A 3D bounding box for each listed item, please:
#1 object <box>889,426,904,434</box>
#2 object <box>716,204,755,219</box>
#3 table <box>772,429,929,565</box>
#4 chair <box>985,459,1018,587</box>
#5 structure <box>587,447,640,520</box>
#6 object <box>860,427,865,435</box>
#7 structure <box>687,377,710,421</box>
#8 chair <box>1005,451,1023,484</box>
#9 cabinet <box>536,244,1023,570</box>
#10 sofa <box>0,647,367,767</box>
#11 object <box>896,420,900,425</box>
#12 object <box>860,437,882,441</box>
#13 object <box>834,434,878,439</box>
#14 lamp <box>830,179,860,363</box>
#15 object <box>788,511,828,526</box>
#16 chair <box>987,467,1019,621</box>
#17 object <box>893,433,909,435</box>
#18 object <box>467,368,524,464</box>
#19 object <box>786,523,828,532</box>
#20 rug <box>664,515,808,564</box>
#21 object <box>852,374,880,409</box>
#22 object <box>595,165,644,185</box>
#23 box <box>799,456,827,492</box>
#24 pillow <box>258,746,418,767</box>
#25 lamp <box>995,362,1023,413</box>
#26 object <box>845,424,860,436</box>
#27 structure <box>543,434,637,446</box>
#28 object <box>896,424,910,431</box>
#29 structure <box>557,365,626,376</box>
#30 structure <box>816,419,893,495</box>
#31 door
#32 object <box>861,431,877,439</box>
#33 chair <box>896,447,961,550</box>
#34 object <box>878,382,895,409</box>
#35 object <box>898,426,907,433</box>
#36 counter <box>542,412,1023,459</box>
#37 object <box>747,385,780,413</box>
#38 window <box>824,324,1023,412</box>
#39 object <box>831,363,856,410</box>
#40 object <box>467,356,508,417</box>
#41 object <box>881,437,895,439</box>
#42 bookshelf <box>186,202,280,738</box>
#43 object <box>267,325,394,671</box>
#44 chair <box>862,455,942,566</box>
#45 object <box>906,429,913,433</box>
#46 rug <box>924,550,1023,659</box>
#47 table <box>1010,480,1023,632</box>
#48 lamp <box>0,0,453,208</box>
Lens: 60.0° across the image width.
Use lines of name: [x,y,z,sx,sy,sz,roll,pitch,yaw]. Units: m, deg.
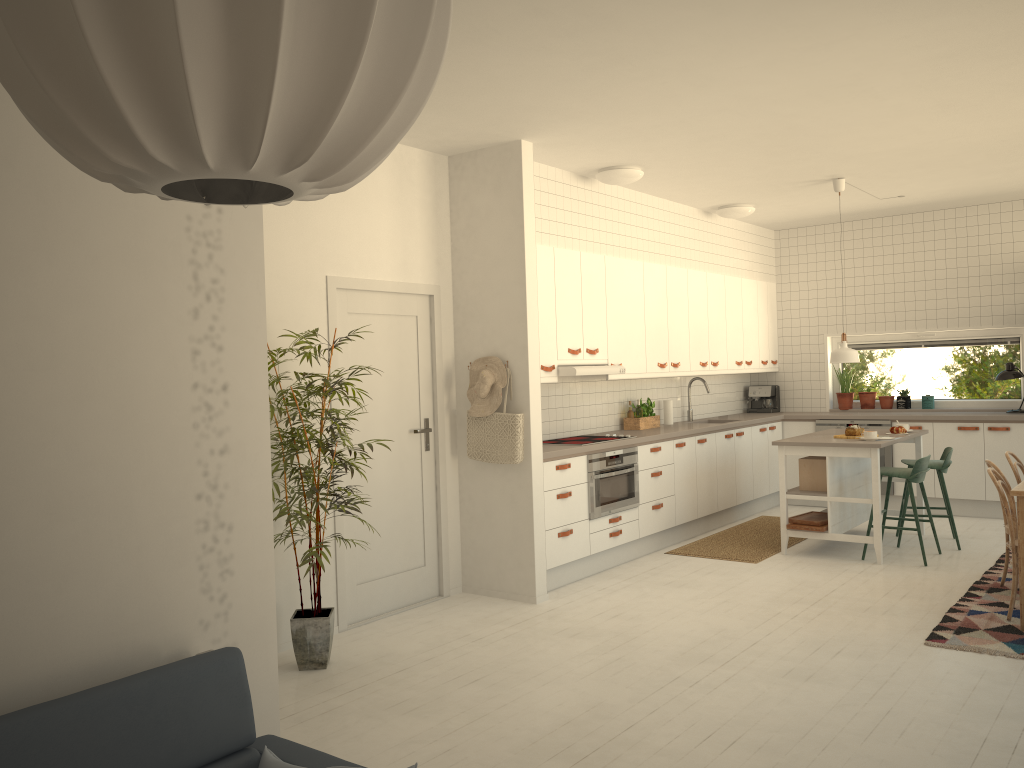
object: [3.037,0.366,7.033,0.070,0.060,0.131,-2,1,-14]
object: [2.045,-1.570,8.115,0.351,0.101,0.351,-2,1,-10]
table: [2.731,0.840,7.053,0.794,0.864,1.424,-1,1,37]
chair: [3.125,0.858,5.323,0.483,0.810,0.385,-2,0,20]
structure: [0.488,0.710,6.593,0.704,0.447,0.682,-1,1,37]
object: [2.676,0.365,6.845,0.083,0.057,0.072,-1,1,44]
structure: [1.767,0.144,8.412,0.236,0.421,0.063,-1,0,45]
chair: [3.461,0.843,5.708,0.483,0.810,0.385,-2,1,40]
cabinet: [2.304,0.037,7.052,2.852,2.159,4.845,-1,1,37]
sofa: [-0.860,1.070,1.517,0.964,0.773,1.603,-1,1,37]
object: [3.153,0.339,7.199,0.028,0.086,0.102,-2,1,-12]
object: [2.650,0.407,6.554,0.160,0.020,0.160,-2,1,3]
object: [2.655,0.403,6.846,0.306,0.019,0.237,-2,1,-36]
lamp: [2.613,-0.911,7.024,0.229,1.490,0.229,-2,0,38]
object: [2.338,1.034,6.829,0.430,0.030,0.280,-3,1,-44]
chair: [2.893,0.872,4.868,0.483,0.810,0.385,-2,0,35]
object: [3.053,0.395,7.032,0.167,0.005,0.167,-1,1,33]
object: [-0.111,0.202,5.662,0.439,0.612,0.093,-2,0,37]
object: [2.306,1.066,6.759,0.280,0.030,0.430,-1,1,37]
rug: [2.091,1.286,7.484,0.750,0.004,2.000,-1,1,37]
object: [3.672,0.075,9.159,0.234,0.370,0.258,-2,1,-41]
object: [0.785,-1.509,6.468,0.351,0.101,0.351,-2,1,-10]
box: [2.397,0.685,6.849,0.237,0.242,0.357,-1,1,38]
pillow: [-0.422,0.994,1.993,0.533,0.353,0.141,-1,1,37]
lamp: [4.580,0.034,8.147,0.262,0.465,0.239,-2,0,-24]
object: [2.609,0.354,6.794,0.090,0.087,0.086,-2,1,-45]
structure: [0.514,0.425,6.555,0.504,0.057,0.763,-1,1,37]
object: [3.160,0.356,7.178,0.094,0.060,0.098,-1,1,35]
structure: [0.468,-0.099,6.589,0.482,0.073,0.681,-1,1,37]
structure: [3.510,0.698,8.868,0.705,0.710,0.704,-1,1,37]
door: [-0.776,0.388,5.454,0.166,2.033,0.955,-2,0,37]
object: [2.647,0.378,6.554,0.098,0.064,0.094,-2,1,-4]
chair: [3.256,0.878,6.982,0.446,0.752,0.485,-2,0,22]
object: [3.821,0.121,9.018,0.194,0.277,0.177,-2,0,4]
object: [3.091,0.364,7.032,0.060,0.059,0.074,-2,1,7]
counter: [2.318,0.435,7.053,2.856,0.163,4.845,-1,1,37]
object: [2.689,0.164,9.582,0.316,0.292,0.279,-1,1,38]
window: [4.135,-0.134,8.870,1.898,0.816,0.293,-1,1,37]
object: [3.496,0.017,9.274,0.300,0.499,0.333,-2,0,21]
object: [-0.177,0.016,5.660,0.335,0.385,0.136,-1,0,37]
object: [2.788,0.408,6.656,0.167,0.005,0.167,-1,1,33]
bookshelf: [-1.069,-0.002,2.707,0.710,2.900,0.249,-2,0,37]
object: [-1.152,0.580,3.913,0.778,1.711,2.088,-2,1,18]
chair: [2.853,0.897,6.513,0.446,0.752,0.485,-2,1,37]
object: [3.159,0.382,7.176,0.160,0.020,0.160,-1,1,34]
rug: [3.678,1.252,5.160,1.748,0.035,3.025,-1,1,37]
table: [3.482,0.889,5.018,0.894,0.749,1.798,-1,1,37]
lamp: [-0.355,-0.841,1.046,0.536,1.229,0.536,-2,0,-19]
